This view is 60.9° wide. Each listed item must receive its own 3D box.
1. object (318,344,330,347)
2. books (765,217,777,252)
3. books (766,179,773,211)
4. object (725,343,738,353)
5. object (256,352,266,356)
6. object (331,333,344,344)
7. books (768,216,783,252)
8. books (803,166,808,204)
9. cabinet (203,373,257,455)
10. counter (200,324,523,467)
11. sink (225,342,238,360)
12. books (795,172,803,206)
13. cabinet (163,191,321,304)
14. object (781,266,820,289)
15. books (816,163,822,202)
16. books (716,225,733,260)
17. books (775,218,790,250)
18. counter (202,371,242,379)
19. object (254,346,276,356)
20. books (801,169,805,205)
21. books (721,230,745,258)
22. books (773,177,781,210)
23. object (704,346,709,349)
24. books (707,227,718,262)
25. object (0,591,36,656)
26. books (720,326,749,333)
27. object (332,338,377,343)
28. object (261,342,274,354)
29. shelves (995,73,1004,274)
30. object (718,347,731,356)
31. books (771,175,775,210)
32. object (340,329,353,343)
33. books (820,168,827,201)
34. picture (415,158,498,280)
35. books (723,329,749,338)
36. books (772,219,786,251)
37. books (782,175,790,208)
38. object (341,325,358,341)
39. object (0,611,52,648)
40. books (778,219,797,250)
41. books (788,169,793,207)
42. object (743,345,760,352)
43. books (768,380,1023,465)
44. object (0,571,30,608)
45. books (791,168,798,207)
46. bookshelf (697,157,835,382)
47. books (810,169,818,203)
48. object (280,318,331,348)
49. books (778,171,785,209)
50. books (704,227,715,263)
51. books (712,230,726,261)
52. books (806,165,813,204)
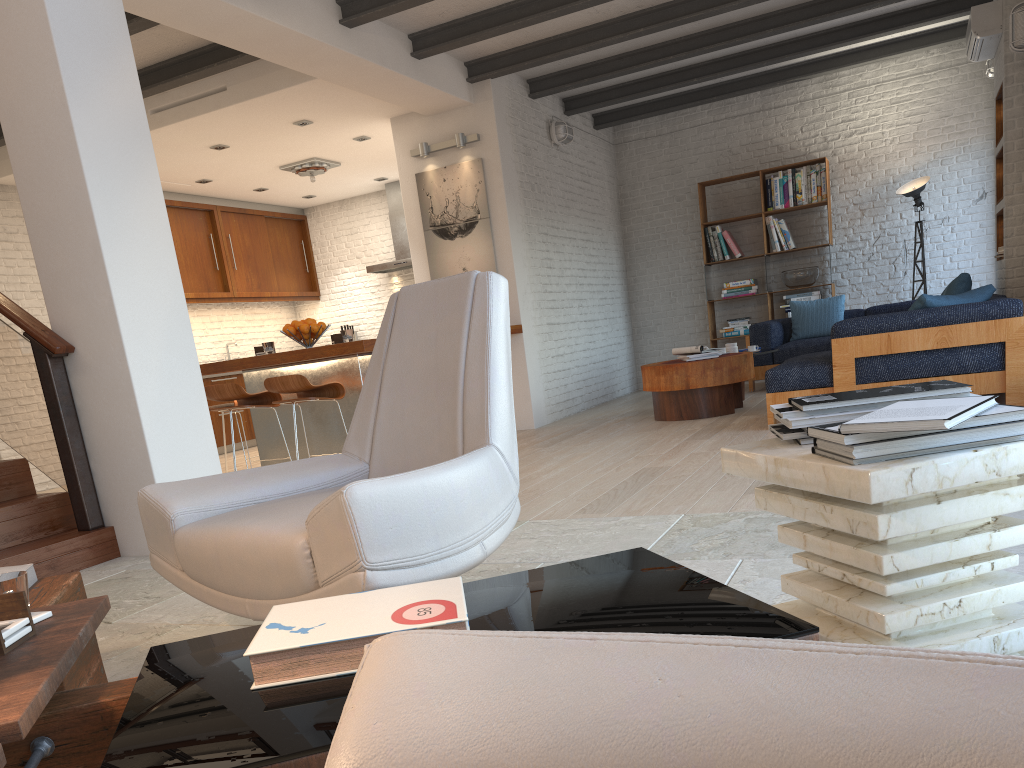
[{"bbox_3d":[-2.601,-0.423,11.647,0.346,0.164,0.242,-6,6,25],"label":"object"},{"bbox_3d":[2.837,-1.620,9.496,0.102,0.395,0.235,-2,11,25],"label":"books"},{"bbox_3d":[2.793,-2.023,9.398,0.056,0.339,0.246,-2,11,25],"label":"books"},{"bbox_3d":[1.883,-0.294,7.479,0.108,0.111,0.105,-1,10,41],"label":"object"},{"bbox_3d":[-1.812,-0.218,6.397,0.288,0.036,0.199,-6,3,25],"label":"object"},{"bbox_3d":[-1.221,-0.313,6.165,0.093,0.084,0.113,-10,7,-20],"label":"object"},{"bbox_3d":[2.862,-1.621,9.459,0.104,0.395,0.235,-2,11,25],"label":"books"},{"bbox_3d":[3.125,-2.089,9.236,0.036,0.395,0.235,-2,12,25],"label":"books"},{"bbox_3d":[-2.094,-0.842,10.044,4.758,2.919,2.212,-9,9,-10],"label":"cabinet"},{"bbox_3d":[-1.122,0.151,6.997,1.694,0.945,2.421,-5,5,25],"label":"counter"},{"bbox_3d":[-3.093,-0.319,10.640,0.519,0.440,0.832,-4,6,25],"label":"sink"},{"bbox_3d":[3.056,-2.052,9.246,0.056,0.339,0.246,-2,11,25],"label":"books"},{"bbox_3d":[-3.488,-1.508,10.070,0.463,1.194,3.242,-2,6,25],"label":"cabinet"},{"bbox_3d":[3.142,-1.149,9.495,0.395,0.207,0.398,-10,5,-23],"label":"object"},{"bbox_3d":[3.238,-2.102,9.169,0.036,0.395,0.235,-2,12,25],"label":"books"},{"bbox_3d":[2.363,-1.565,9.701,0.121,0.392,0.235,-2,11,25],"label":"books"},{"bbox_3d":[2.940,-1.614,9.448,0.125,0.359,0.263,-2,11,25],"label":"books"},{"bbox_3d":[-1.923,-0.306,9.725,3.540,0.072,3.234,-7,3,25],"label":"counter"},{"bbox_3d":[-1.829,-0.243,6.458,0.115,0.084,0.091,-5,8,25],"label":"object"},{"bbox_3d":[3.095,-2.072,9.240,0.021,0.370,0.262,-2,11,25],"label":"books"},{"bbox_3d":[2.460,-1.546,9.689,0.195,0.328,0.246,-3,10,25],"label":"books"},{"bbox_3d":[2.856,-2.029,9.348,0.056,0.339,0.246,-2,11,25],"label":"books"},{"bbox_3d":[1.889,-0.314,8.064,0.190,0.094,0.186,-12,6,-39],"label":"object"},{"bbox_3d":[2.271,-1.557,9.757,0.091,0.396,0.235,-2,11,25],"label":"books"},{"bbox_3d":[-0.909,0.419,1.511,0.094,0.084,0.111,-8,6,-3],"label":"object"},{"bbox_3d":[2.568,-0.626,9.881,0.381,0.037,0.237,-7,3,25],"label":"books"},{"bbox_3d":[-1.118,-0.299,6.078,0.397,0.036,0.192,-6,3,29],"label":"object"},{"bbox_3d":[-1.764,-0.259,6.324,0.091,0.087,0.088,-5,8,22],"label":"object"},{"bbox_3d":[3.897,-1.604,6.773,0.192,1.469,0.741,-2,12,25],"label":"shelves"},{"bbox_3d":[1.738,-0.270,7.223,0.147,0.057,0.170,-7,4,14],"label":"object"},{"bbox_3d":[2.826,-2.041,9.377,0.021,0.370,0.262,-2,11,25],"label":"books"},{"bbox_3d":[-1.140,-0.331,6.042,0.091,0.087,0.088,-1,10,40],"label":"object"},{"bbox_3d":[3.293,-2.081,9.168,0.056,0.339,0.246,-2,11,25],"label":"books"},{"bbox_3d":[-0.484,-1.371,7.620,0.657,1.046,0.019,-3,13,24],"label":"picture"},{"bbox_3d":[2.589,-0.581,9.875,0.327,0.057,0.247,-6,4,35],"label":"books"},{"bbox_3d":[2.916,-1.611,9.449,0.125,0.359,0.263,-2,11,25],"label":"books"},{"bbox_3d":[2.948,-2.041,9.324,0.056,0.339,0.246,-2,11,25],"label":"books"},{"bbox_3d":[-2.149,-0.586,11.451,0.323,0.386,0.064,-4,13,25],"label":"object"},{"bbox_3d":[-0.998,0.452,1.588,0.271,0.036,0.243,-8,3,-3],"label":"object"},{"bbox_3d":[2.979,-1.609,9.416,0.158,0.339,0.246,-2,10,25],"label":"books"},{"bbox_3d":[2.979,-2.071,9.280,0.036,0.395,0.235,-2,12,25],"label":"books"},{"bbox_3d":[2.082,-0.299,7.591,0.155,0.059,0.262,-7,3,18],"label":"object"},{"bbox_3d":[0.724,0.070,1.654,0.390,0.081,0.552,-7,3,9],"label":"books"},{"bbox_3d":[-0.954,0.406,1.645,0.090,0.087,0.089,-10,8,-15],"label":"object"},{"bbox_3d":[3.017,-2.076,9.273,0.036,0.395,0.235,-2,12,25],"label":"books"},{"bbox_3d":[2.828,-1.173,9.590,1.322,2.267,0.351,-3,13,24],"label":"bookshelf"},{"bbox_3d":[3.196,-2.069,9.190,0.056,0.339,0.246,-2,11,25],"label":"books"},{"bbox_3d":[-1.477,-0.355,6.272,0.364,0.228,0.355,-9,6,-9],"label":"object"},{"bbox_3d":[2.896,-2.062,9.326,0.036,0.395,0.235,-2,12,25],"label":"books"},{"bbox_3d":[2.234,-1.552,9.766,0.091,0.396,0.235,-2,11,25],"label":"books"},{"bbox_3d":[2.328,-1.539,9.758,0.103,0.344,0.246,-2,11,25],"label":"books"},{"bbox_3d":[3.153,-2.092,9.209,0.036,0.395,0.235,-2,12,25],"label":"books"}]
